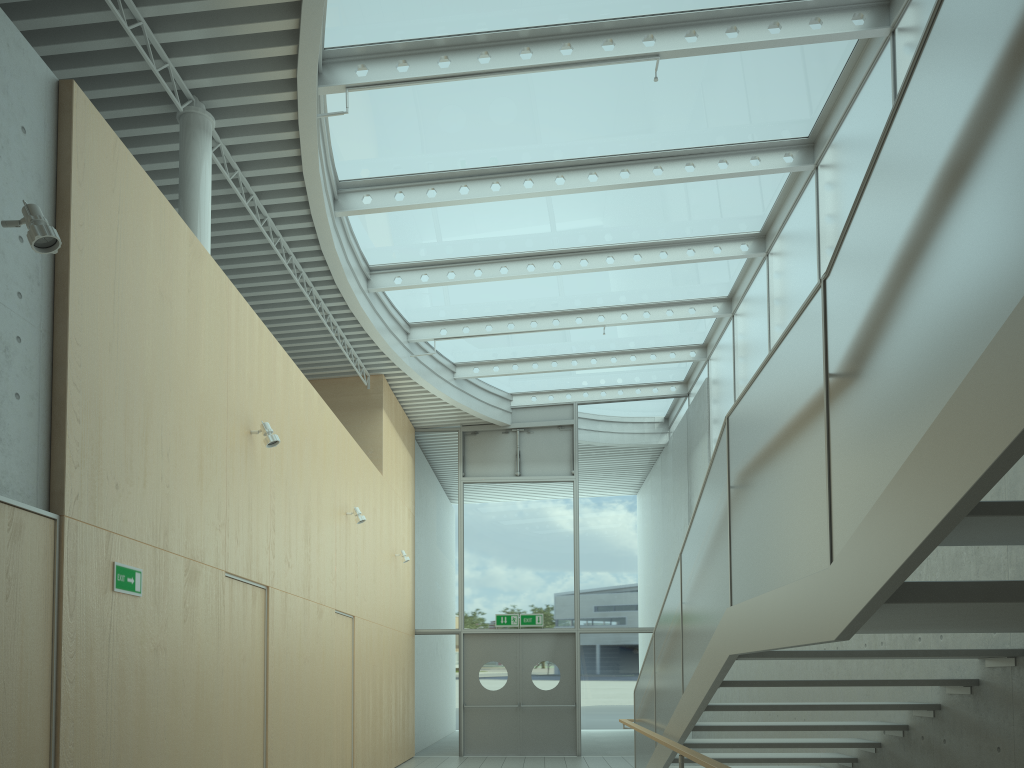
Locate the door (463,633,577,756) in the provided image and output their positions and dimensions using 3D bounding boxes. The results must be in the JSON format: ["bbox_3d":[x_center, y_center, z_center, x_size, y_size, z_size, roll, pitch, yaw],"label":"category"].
[{"bbox_3d":[0.130,5.288,14.470,1.922,2.063,0.178,-1,-3,2],"label":"door"}]

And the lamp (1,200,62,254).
[{"bbox_3d":[-1.962,-0.646,3.458,0.233,0.192,0.145,4,-10,-17],"label":"lamp"}]

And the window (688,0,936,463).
[{"bbox_3d":[2.855,-0.461,8.980,0.030,2.650,16.418,0,-19,2],"label":"window"}]

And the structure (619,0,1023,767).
[{"bbox_3d":[1.874,0.466,3.002,1.886,4.067,13.227,-1,-18,2],"label":"structure"}]

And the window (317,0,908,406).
[{"bbox_3d":[0.691,1.107,8.977,4.785,6.058,16.598,-1,-17,2],"label":"window"}]

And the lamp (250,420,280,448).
[{"bbox_3d":[-1.857,0.374,6.376,0.233,0.192,0.145,4,-10,-17],"label":"lamp"}]

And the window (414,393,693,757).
[{"bbox_3d":[0.696,3.291,14.563,4.858,6.154,0.112,-1,-3,2],"label":"window"}]

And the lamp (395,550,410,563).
[{"bbox_3d":[-1.633,2.563,12.638,0.233,0.192,0.145,4,-10,-17],"label":"lamp"}]

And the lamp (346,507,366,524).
[{"bbox_3d":[-1.746,1.465,9.496,0.233,0.192,0.145,4,-10,-17],"label":"lamp"}]
